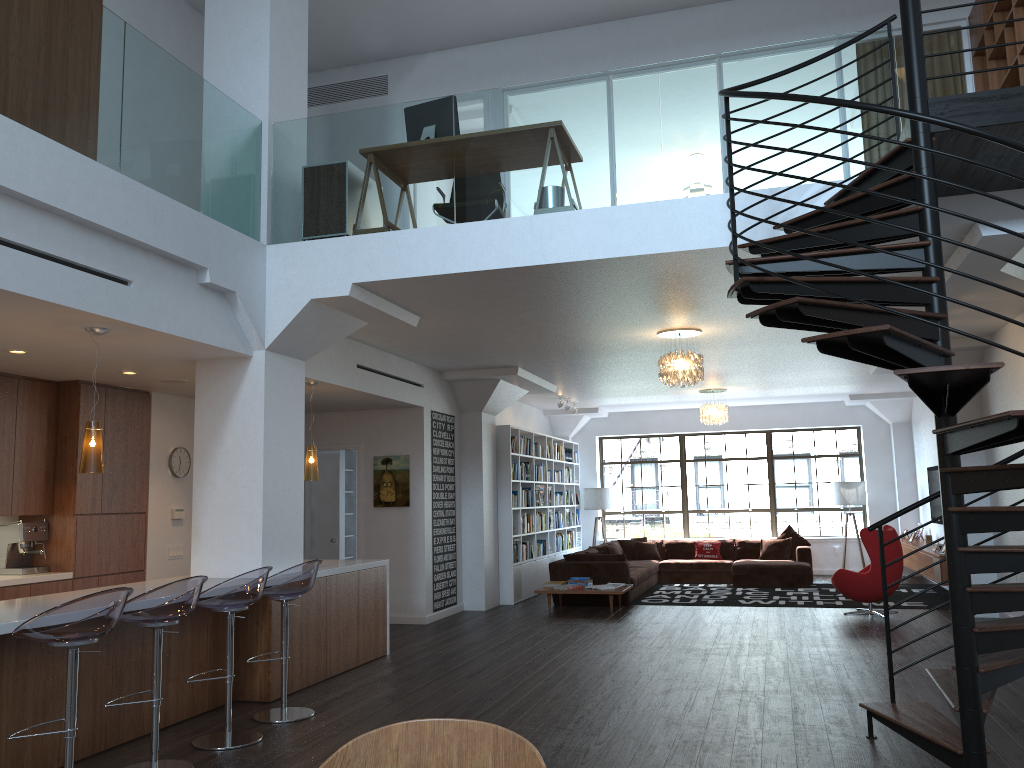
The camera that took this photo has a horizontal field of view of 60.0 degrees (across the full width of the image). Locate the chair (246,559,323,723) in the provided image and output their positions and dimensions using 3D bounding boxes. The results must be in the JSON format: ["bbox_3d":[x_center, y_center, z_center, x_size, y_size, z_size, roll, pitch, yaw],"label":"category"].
[{"bbox_3d":[-1.519,1.688,5.921,0.481,1.014,0.530,-4,-8,18],"label":"chair"}]

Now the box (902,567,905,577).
[{"bbox_3d":[6.405,3.120,14.811,0.228,0.165,0.368,-3,-8,16],"label":"box"}]

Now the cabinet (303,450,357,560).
[{"bbox_3d":[-2.666,1.566,12.328,0.527,2.991,2.630,-3,-8,16],"label":"cabinet"}]

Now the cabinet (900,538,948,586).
[{"bbox_3d":[5.905,2.459,12.538,0.459,0.350,4.501,-3,-8,16],"label":"cabinet"}]

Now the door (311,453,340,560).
[{"bbox_3d":[-2.622,1.939,11.584,0.826,2.032,0.174,-3,-8,16],"label":"door"}]

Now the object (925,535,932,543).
[{"bbox_3d":[6.206,2.308,13.203,0.089,0.110,0.089,3,-9,-29],"label":"object"}]

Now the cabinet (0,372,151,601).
[{"bbox_3d":[-4.489,1.011,5.963,0.598,2.499,5.299,-3,-8,16],"label":"cabinet"}]

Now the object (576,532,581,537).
[{"bbox_3d":[1.049,2.725,16.056,0.316,0.088,0.410,-3,-8,16],"label":"object"}]

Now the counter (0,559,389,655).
[{"bbox_3d":[-1.795,1.568,4.361,3.039,0.860,8.182,1,-8,-13],"label":"counter"}]

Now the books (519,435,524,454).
[{"bbox_3d":[0.082,0.891,12.894,0.176,0.293,0.125,-3,-8,16],"label":"books"}]

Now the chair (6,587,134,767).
[{"bbox_3d":[-2.042,1.460,4.109,0.481,1.014,0.530,-4,-8,18],"label":"chair"}]

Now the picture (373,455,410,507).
[{"bbox_3d":[-1.422,1.147,10.459,0.450,0.600,0.030,-3,-8,16],"label":"picture"}]

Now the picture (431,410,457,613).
[{"bbox_3d":[-0.828,1.543,10.917,0.021,2.380,0.800,-3,-8,16],"label":"picture"}]

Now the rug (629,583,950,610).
[{"bbox_3d":[3.897,2.940,12.423,4.200,0.007,3.100,-4,-8,17],"label":"rug"}]

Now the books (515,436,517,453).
[{"bbox_3d":[-0.023,0.862,12.525,0.170,0.251,0.118,-3,-8,16],"label":"books"}]

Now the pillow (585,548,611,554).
[{"bbox_3d":[1.243,2.454,12.242,0.269,0.411,0.559,3,-9,-28],"label":"pillow"}]

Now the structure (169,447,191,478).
[{"bbox_3d":[-3.325,0.785,8.879,0.040,0.300,0.300,-3,-8,16],"label":"structure"}]

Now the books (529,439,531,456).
[{"bbox_3d":[0.189,0.951,13.228,0.182,0.255,0.077,-3,-8,16],"label":"books"}]

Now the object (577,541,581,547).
[{"bbox_3d":[1.060,2.899,16.030,0.331,0.088,0.410,-3,-8,16],"label":"object"}]

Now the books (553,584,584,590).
[{"bbox_3d":[0.711,2.553,11.154,0.236,0.035,0.340,-8,-10,41],"label":"books"}]

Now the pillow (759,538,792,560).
[{"bbox_3d":[4.283,2.683,14.437,0.542,0.362,0.248,-7,-9,37],"label":"pillow"}]

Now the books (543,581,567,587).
[{"bbox_3d":[0.570,2.604,11.549,0.241,0.045,0.334,-4,-8,17],"label":"books"}]

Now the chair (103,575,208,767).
[{"bbox_3d":[-1.891,1.537,4.719,0.481,1.014,0.530,-3,-8,14],"label":"chair"}]

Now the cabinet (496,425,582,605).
[{"bbox_3d":[0.409,2.038,14.213,0.461,2.414,4.500,-3,-8,16],"label":"cabinet"}]

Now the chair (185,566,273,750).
[{"bbox_3d":[-1.696,1.612,5.321,0.481,1.014,0.530,-3,-8,14],"label":"chair"}]

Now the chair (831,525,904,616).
[{"bbox_3d":[4.141,2.154,10.327,0.801,1.006,0.798,-8,-10,41],"label":"chair"}]

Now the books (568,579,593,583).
[{"bbox_3d":[0.887,2.561,11.527,0.279,0.035,0.191,-5,-8,26],"label":"books"}]

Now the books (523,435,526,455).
[{"bbox_3d":[0.096,0.900,12.955,0.197,0.290,0.136,-3,-8,16],"label":"books"}]

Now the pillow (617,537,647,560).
[{"bbox_3d":[2.113,2.824,15.139,0.580,0.418,0.334,0,-8,-11],"label":"pillow"}]

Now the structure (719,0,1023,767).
[{"bbox_3d":[2.102,-0.277,4.377,1.998,4.352,1.998,2,-8,-23],"label":"structure"}]

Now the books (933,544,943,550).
[{"bbox_3d":[5.747,2.158,11.742,0.250,0.053,0.400,-3,-8,16],"label":"books"}]

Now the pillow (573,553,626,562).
[{"bbox_3d":[1.206,2.462,11.973,0.750,0.364,0.289,-3,-8,15],"label":"pillow"}]

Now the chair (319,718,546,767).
[{"bbox_3d":[-0.206,1.223,1.912,0.629,0.833,0.618,-3,-8,11],"label":"chair"}]

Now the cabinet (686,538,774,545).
[{"bbox_3d":[3.828,3.048,15.591,1.520,0.625,0.350,-3,-8,16],"label":"cabinet"}]

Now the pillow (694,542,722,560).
[{"bbox_3d":[3.279,2.794,14.845,0.465,0.308,0.220,-3,-8,12],"label":"pillow"}]

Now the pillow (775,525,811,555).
[{"bbox_3d":[4.526,2.609,14.548,0.651,0.587,0.335,-1,-8,-5],"label":"pillow"}]

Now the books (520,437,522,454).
[{"bbox_3d":[0.045,0.894,12.756,0.170,0.251,0.118,-3,-8,16],"label":"books"}]

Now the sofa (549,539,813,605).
[{"bbox_3d":[2.732,2.752,13.325,3.481,0.664,4.197,-3,-8,16],"label":"sofa"}]

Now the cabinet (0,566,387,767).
[{"bbox_3d":[-2.215,1.837,6.157,0.898,0.796,4.493,-3,-8,16],"label":"cabinet"}]

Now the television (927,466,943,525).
[{"bbox_3d":[6.019,1.571,12.548,0.013,0.816,1.324,-3,-8,16],"label":"television"}]

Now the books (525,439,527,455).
[{"bbox_3d":[0.130,0.928,13.016,0.159,0.248,0.089,-3,-8,16],"label":"books"}]

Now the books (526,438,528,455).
[{"bbox_3d":[0.141,0.930,13.047,0.182,0.253,0.098,-3,-8,16],"label":"books"}]

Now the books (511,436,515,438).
[{"bbox_3d":[-0.037,0.859,12.484,0.159,0.248,0.089,-3,-8,16],"label":"books"}]

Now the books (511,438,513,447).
[{"bbox_3d":[-0.092,0.849,12.270,0.182,0.215,0.188,-3,-8,16],"label":"books"}]

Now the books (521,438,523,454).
[{"bbox_3d":[0.063,0.904,12.806,0.174,0.242,0.105,-3,-8,16],"label":"books"}]

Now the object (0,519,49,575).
[{"bbox_3d":[-4.083,1.374,7.467,0.439,0.455,0.284,-3,-8,16],"label":"object"}]

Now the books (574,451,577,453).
[{"bbox_3d":[1.130,1.360,16.399,0.140,0.231,0.042,-3,-8,16],"label":"books"}]

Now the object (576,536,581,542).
[{"bbox_3d":[1.059,2.811,16.042,0.331,0.088,0.410,-3,-8,16],"label":"object"}]

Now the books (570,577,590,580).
[{"bbox_3d":[0.891,2.530,11.528,0.224,0.027,0.157,-4,-8,21],"label":"books"}]

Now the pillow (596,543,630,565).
[{"bbox_3d":[1.542,2.653,13.629,0.325,0.391,0.625,-6,-9,32],"label":"pillow"}]

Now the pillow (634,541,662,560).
[{"bbox_3d":[2.270,2.820,14.992,0.489,0.337,0.238,1,-8,-14],"label":"pillow"}]

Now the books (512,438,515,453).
[{"bbox_3d":[-0.049,0.866,12.419,0.161,0.218,0.101,-3,-8,16],"label":"books"}]

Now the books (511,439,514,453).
[{"bbox_3d":[-0.075,0.864,12.359,0.167,0.210,0.162,-3,-8,16],"label":"books"}]

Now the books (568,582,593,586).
[{"bbox_3d":[0.891,2.596,11.517,0.312,0.037,0.216,-2,-8,6],"label":"books"}]

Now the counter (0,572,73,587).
[{"bbox_3d":[-4.608,1.368,5.473,0.600,0.050,4.387,-3,-8,16],"label":"counter"}]
